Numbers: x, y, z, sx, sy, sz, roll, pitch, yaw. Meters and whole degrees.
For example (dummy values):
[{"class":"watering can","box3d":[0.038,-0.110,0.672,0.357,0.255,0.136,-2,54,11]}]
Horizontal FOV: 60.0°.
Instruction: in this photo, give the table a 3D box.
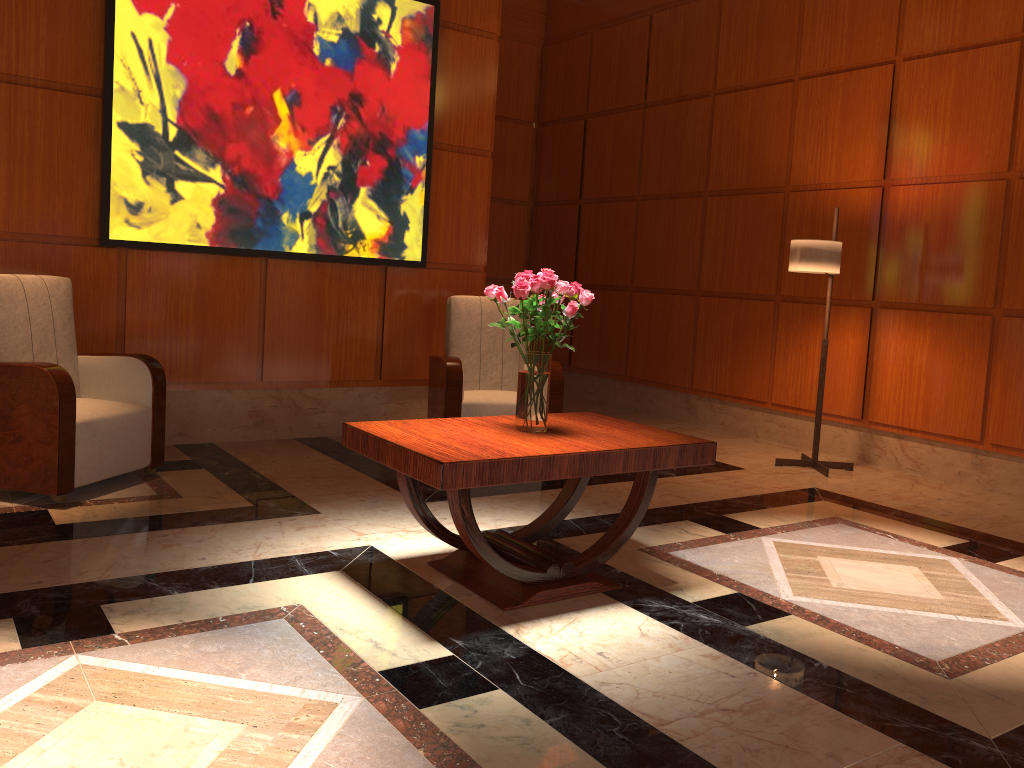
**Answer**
[{"class":"table","box3d":[0.056,0.441,3.245,1.167,0.532,0.727,-1,7,-35]}]

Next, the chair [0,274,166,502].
[{"class":"chair","box3d":[-2.115,-0.022,4.175,0.629,0.958,0.740,5,5,14]}]

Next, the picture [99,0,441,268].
[{"class":"picture","box3d":[-1.355,-1.624,5.297,1.996,1.731,0.057,0,6,-35]}]

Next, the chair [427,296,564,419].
[{"class":"chair","box3d":[-0.113,-0.061,5.561,0.737,0.958,0.631,2,5,-16]}]

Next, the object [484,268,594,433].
[{"class":"object","box3d":[0.086,-0.125,3.234,0.350,0.594,0.328,2,5,-15]}]

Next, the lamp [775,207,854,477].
[{"class":"lamp","box3d":[1.925,-0.278,5.554,0.527,1.656,0.361,-1,6,-45]}]
